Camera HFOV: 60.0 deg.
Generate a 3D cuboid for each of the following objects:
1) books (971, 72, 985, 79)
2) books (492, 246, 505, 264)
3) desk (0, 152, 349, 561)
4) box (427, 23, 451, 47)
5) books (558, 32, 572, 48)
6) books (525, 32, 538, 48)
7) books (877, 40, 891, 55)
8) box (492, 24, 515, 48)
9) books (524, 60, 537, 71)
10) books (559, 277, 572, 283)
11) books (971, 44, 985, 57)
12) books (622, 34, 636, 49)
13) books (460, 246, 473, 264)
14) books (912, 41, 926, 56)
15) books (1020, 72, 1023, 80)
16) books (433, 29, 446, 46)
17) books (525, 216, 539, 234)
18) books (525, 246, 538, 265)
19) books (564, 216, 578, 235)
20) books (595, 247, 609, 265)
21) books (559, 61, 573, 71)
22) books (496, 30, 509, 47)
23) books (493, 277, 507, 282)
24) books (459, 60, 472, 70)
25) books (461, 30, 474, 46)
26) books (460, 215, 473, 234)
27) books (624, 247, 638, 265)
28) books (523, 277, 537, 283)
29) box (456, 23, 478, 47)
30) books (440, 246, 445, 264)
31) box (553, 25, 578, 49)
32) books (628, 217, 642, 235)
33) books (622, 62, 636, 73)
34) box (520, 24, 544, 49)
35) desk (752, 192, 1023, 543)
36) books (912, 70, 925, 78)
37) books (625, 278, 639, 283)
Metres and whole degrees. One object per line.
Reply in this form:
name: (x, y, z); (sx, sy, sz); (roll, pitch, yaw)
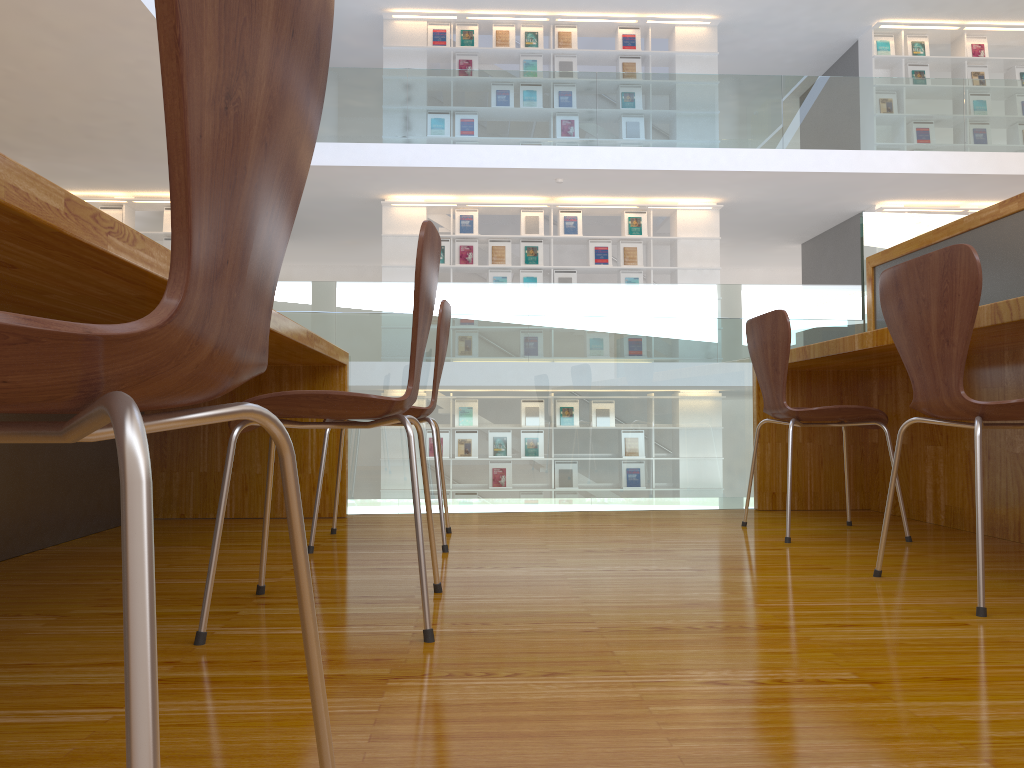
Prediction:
books: (5.243, -3.408, 9.964); (0.145, 0.210, 0.037); (0, -2, -3)
books: (-0.144, -1.384, 9.556); (0.145, 0.210, 0.037); (0, -2, -3)
desk: (-1.291, 0.205, 1.630); (1.527, 0.785, 3.243); (0, -2, -3)
box: (-0.800, -3.783, 9.731); (0.245, 0.296, 0.274); (0, -2, -3)
books: (0.579, -3.750, 9.693); (0.145, 0.210, 0.037); (0, -2, -3)
books: (0.214, -3.743, 9.675); (0.145, 0.210, 0.037); (0, -2, -3)
books: (4.161, -3.748, 9.929); (0.145, 0.210, 0.037); (0, -2, -3)
box: (-0.091, -3.785, 9.766); (0.245, 0.296, 0.274); (0, -2, -3)
books: (0.199, -3.430, 9.658); (0.145, 0.210, 0.037); (0, -2, -3)
books: (0.576, -1.046, 9.573); (0.145, 0.210, 0.037); (0, -2, -3)
books: (5.249, -3.727, 9.981); (0.145, 0.210, 0.037); (0, -2, -3)
books: (1.285, -3.735, 9.726); (0.145, 0.210, 0.037); (0, -2, -3)
books: (-0.490, -1.386, 9.539); (0.145, 0.210, 0.037); (0, -2, -3)
books: (4.562, -3.744, 9.949); (0.145, 0.210, 0.037); (0, -2, -3)
books: (5.807, -3.412, 9.994); (0.145, 0.210, 0.037); (0, -2, -3)
books: (-0.787, -3.749, 9.627); (0.145, 0.210, 0.037); (0, -2, -3)
books: (0.218, -1.714, 9.585); (0.145, 0.210, 0.037); (0, -2, -3)
books: (0.211, -1.383, 9.570); (0.145, 0.210, 0.037); (0, -2, -3)
books: (0.638, -1.715, 9.605); (0.145, 0.210, 0.037); (0, -2, -3)
books: (0.971, -1.385, 9.610); (0.145, 0.210, 0.037); (0, -2, -3)
books: (0.591, -3.419, 9.676); (0.145, 0.210, 0.037); (0, -2, -3)
books: (-0.101, -3.751, 9.660); (0.145, 0.210, 0.037); (0, -2, -3)
books: (-0.128, -1.052, 9.539); (0.145, 0.210, 0.037); (0, -2, -3)
books: (-0.505, -3.420, 9.626); (0.145, 0.210, 0.037); (0, -2, -3)
books: (-0.486, -3.748, 9.638); (0.145, 0.210, 0.037); (0, -2, -3)
books: (-0.489, -1.716, 9.551); (0.145, 0.210, 0.037); (0, -2, -3)
books: (1.287, -1.382, 9.625); (0.145, 0.210, 0.037); (0, -2, -3)
books: (0.197, -1.054, 9.558); (0.145, 0.210, 0.037); (0, -2, -3)
box: (-0.494, -3.785, 9.746); (0.245, 0.296, 0.274); (0, -2, -3)
books: (-0.795, -1.382, 9.526); (0.145, 0.210, 0.037); (0, -2, -3)
box: (0.589, -3.784, 9.799); (0.245, 0.296, 0.274); (0, -2, -3)
books: (1.338, -1.712, 9.639); (0.145, 0.210, 0.037); (0, -2, -3)
books: (1.285, -3.420, 9.713); (0.145, 0.210, 0.037); (0, -2, -3)
box: (0.216, -3.784, 9.780); (0.245, 0.296, 0.274); (0, -2, -3)
desk: (1.663, -0.077, 2.015); (1.248, 1.022, 3.216); (0, -2, -3)
books: (4.558, -3.411, 9.931); (0.145, 0.210, 0.037); (0, -2, -3)
books: (1.303, -1.050, 9.608); (0.145, 0.210, 0.037); (0, -2, -3)
